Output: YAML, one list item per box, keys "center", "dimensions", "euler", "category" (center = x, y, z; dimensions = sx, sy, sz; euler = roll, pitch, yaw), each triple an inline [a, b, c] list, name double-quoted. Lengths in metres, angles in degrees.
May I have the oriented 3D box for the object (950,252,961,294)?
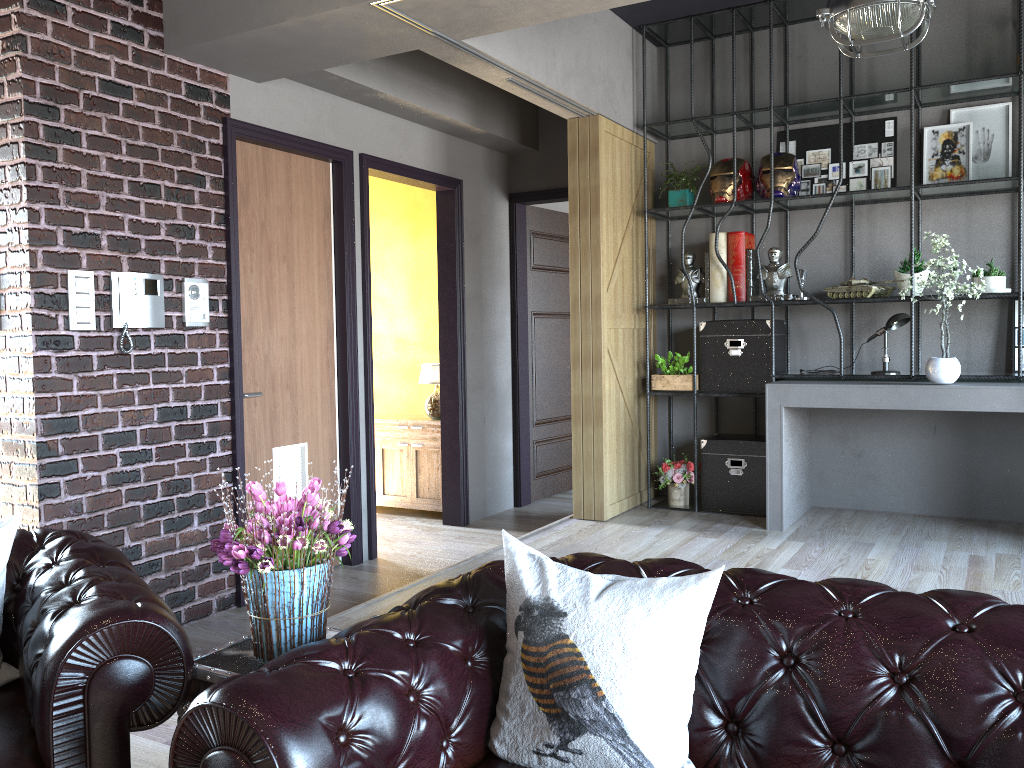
- center: [2.711, -0.674, 5.430]
  dimensions: [0.113, 0.273, 0.113]
  euler: [-1, 2, -4]
  category: "object"

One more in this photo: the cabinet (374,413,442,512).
- center: [-0.990, 0.640, 7.231]
  dimensions: [1.432, 0.750, 0.408]
  euler: [1, 3, 29]
  category: "cabinet"

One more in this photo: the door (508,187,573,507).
- center: [0.754, -0.288, 7.415]
  dimensions: [1.150, 2.542, 1.129]
  euler: [0, 3, 29]
  category: "door"

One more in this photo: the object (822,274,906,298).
- center: [2.223, -0.620, 5.559]
  dimensions: [0.206, 0.170, 0.577]
  euler: [-2, 3, -26]
  category: "object"

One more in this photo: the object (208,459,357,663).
- center: [-0.569, 0.440, 2.243]
  dimensions: [0.352, 0.484, 0.349]
  euler: [-2, 3, -30]
  category: "object"

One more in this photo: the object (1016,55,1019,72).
- center: [2.886, -1.802, 5.033]
  dimensions: [0.135, 0.129, 0.135]
  euler: [-1, 3, 2]
  category: "object"

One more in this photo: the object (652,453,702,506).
- center: [1.128, 0.652, 6.135]
  dimensions: [0.345, 0.362, 0.332]
  euler: [1, 3, 33]
  category: "object"

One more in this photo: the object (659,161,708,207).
- center: [1.160, -1.355, 6.102]
  dimensions: [0.324, 0.339, 0.295]
  euler: [-2, 3, -14]
  category: "object"

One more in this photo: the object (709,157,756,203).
- center: [1.452, -1.349, 5.921]
  dimensions: [0.280, 0.327, 0.399]
  euler: [1, 3, 34]
  category: "object"

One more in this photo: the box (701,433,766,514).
- center: [1.566, 0.591, 5.987]
  dimensions: [0.489, 0.480, 0.374]
  euler: [0, 3, 29]
  category: "box"

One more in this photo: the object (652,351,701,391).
- center: [1.115, -0.093, 6.028]
  dimensions: [0.304, 0.265, 0.180]
  euler: [1, 3, 29]
  category: "object"

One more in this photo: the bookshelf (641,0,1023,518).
- center: [2.969, -0.764, 5.145]
  dimensions: [4.483, 3.281, 0.527]
  euler: [1, 3, 29]
  category: "bookshelf"

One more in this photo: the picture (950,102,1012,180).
- center: [2.850, -1.440, 5.397]
  dimensions: [0.332, 0.514, 0.119]
  euler: [0, 3, 29]
  category: "picture"

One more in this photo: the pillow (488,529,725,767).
- center: [0.186, 0.577, 1.905]
  dimensions: [0.528, 0.469, 0.283]
  euler: [1, 3, 32]
  category: "pillow"

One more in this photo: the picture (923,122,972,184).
- center: [2.676, -1.389, 5.449]
  dimensions: [0.268, 0.413, 0.101]
  euler: [0, 3, 29]
  category: "picture"

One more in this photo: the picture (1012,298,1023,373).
- center: [3.310, -0.288, 5.189]
  dimensions: [0.665, 0.447, 0.051]
  euler: [1, 3, 29]
  category: "picture"

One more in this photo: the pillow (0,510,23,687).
- center: [-1.591, 0.589, 2.347]
  dimensions: [0.541, 0.502, 0.290]
  euler: [-2, 3, -23]
  category: "pillow"

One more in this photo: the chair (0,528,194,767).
- center: [-1.664, 0.881, 2.211]
  dimensions: [1.493, 0.844, 1.245]
  euler: [-3, 3, -31]
  category: "chair"

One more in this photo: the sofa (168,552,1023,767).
- center: [0.758, 0.880, 1.520]
  dimensions: [2.566, 0.838, 1.240]
  euler: [1, 3, 29]
  category: "sofa"

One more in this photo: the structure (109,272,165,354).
- center: [-1.715, -0.326, 4.101]
  dimensions: [0.068, 0.370, 0.279]
  euler: [0, 3, 29]
  category: "structure"

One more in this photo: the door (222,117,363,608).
- center: [-1.286, -0.128, 5.073]
  dimensions: [0.219, 2.538, 1.003]
  euler: [0, 3, 29]
  category: "door"

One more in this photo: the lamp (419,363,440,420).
- center: [-0.573, 0.360, 6.987]
  dimensions: [0.291, 1.044, 0.441]
  euler: [-1, 2, 3]
  category: "lamp"

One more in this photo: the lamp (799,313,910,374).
- center: [2.183, -0.255, 5.629]
  dimensions: [0.205, 0.371, 0.740]
  euler: [-3, 3, -36]
  category: "lamp"

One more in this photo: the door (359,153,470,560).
- center: [-1.097, -0.198, 6.307]
  dimensions: [1.098, 2.542, 1.150]
  euler: [0, 3, 29]
  category: "door"

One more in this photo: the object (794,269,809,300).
- center: [1.842, -0.634, 5.643]
  dimensions: [0.093, 0.200, 0.093]
  euler: [0, 3, 24]
  category: "object"

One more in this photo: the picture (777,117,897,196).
- center: [2.128, -1.460, 5.837]
  dimensions: [0.749, 0.503, 0.058]
  euler: [1, 3, 29]
  category: "picture"

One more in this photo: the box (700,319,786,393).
- center: [1.552, -0.193, 5.957]
  dimensions: [0.489, 0.480, 0.374]
  euler: [0, 3, 29]
  category: "box"

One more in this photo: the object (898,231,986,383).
- center: [2.395, -0.430, 4.895]
  dimensions: [0.398, 0.852, 0.421]
  euler: [-2, 2, -14]
  category: "object"

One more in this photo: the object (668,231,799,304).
- center: [1.482, -0.775, 5.964]
  dimensions: [0.833, 0.466, 0.290]
  euler: [1, 3, 29]
  category: "object"

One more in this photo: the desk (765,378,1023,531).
- center: [2.661, 0.430, 5.178]
  dimensions: [2.129, 0.885, 0.845]
  euler: [1, 3, 29]
  category: "desk"

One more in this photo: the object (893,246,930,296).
- center: [2.426, -0.682, 5.374]
  dimensions: [0.136, 0.305, 0.193]
  euler: [-2, 3, -27]
  category: "object"

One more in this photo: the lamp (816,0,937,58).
- center: [1.695, -2.149, 4.175]
  dimensions: [0.534, 1.148, 0.516]
  euler: [-1, 2, 7]
  category: "lamp"

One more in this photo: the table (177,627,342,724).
- center: [-0.553, 0.977, 2.260]
  dimensions: [0.417, 0.609, 0.406]
  euler: [0, 3, 29]
  category: "table"

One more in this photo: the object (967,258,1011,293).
- center: [2.789, -0.632, 5.193]
  dimensions: [0.235, 0.212, 0.235]
  euler: [-2, 3, -16]
  category: "object"

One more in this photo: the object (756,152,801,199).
- center: [1.730, -1.346, 5.765]
  dimensions: [0.280, 0.327, 0.399]
  euler: [0, 3, 19]
  category: "object"
